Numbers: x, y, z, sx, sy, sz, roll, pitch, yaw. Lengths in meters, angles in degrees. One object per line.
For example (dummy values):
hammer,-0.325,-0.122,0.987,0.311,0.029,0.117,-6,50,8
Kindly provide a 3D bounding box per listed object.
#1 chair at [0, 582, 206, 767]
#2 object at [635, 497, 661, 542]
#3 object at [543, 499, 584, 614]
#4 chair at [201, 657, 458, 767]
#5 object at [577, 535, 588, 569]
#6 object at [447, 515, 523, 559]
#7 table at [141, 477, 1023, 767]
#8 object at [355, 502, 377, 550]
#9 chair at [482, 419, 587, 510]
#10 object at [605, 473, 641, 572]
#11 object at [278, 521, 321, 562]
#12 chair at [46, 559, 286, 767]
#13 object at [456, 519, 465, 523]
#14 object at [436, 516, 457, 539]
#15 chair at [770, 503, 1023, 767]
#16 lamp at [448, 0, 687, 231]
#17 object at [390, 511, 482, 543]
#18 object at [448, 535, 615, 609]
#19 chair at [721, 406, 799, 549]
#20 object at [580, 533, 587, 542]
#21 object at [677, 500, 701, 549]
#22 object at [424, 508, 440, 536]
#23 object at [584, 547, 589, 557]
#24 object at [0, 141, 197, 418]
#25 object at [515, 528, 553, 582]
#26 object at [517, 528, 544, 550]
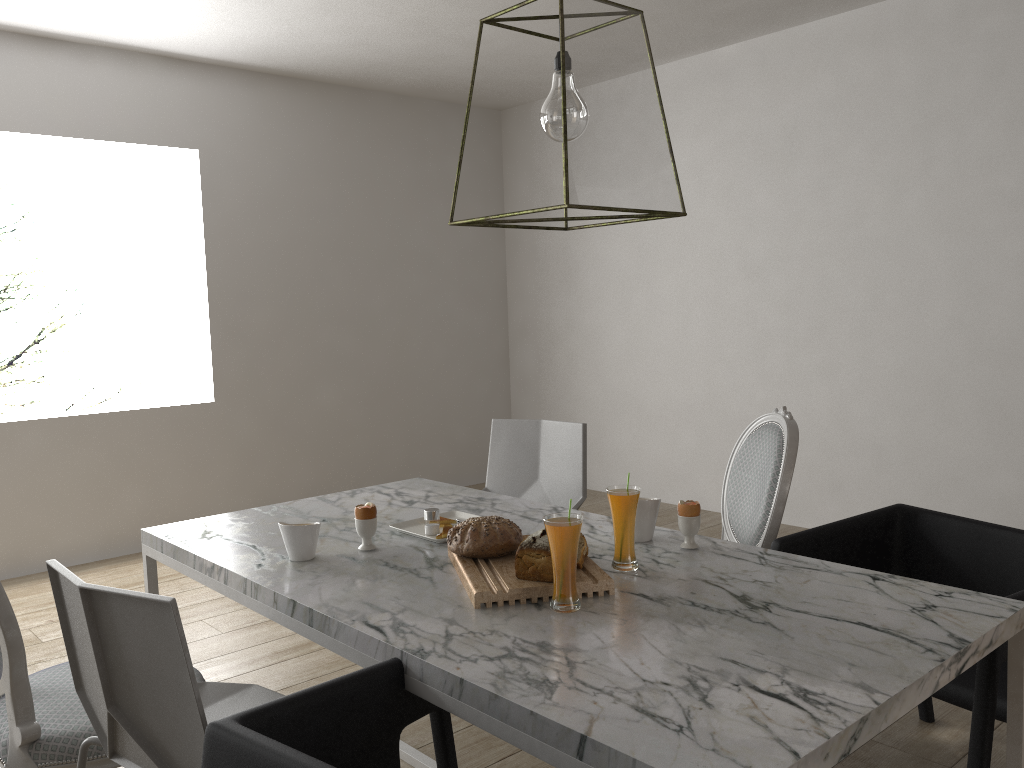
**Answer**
chair,-0.860,0.577,1.757,0.505,0.833,0.480,-7,7,-44
object,0.270,0.297,2.029,0.110,0.105,0.170,-4,5,-21
object,0.091,0.301,1.546,0.071,0.188,0.071,-4,5,-21
chair,-0.051,0.726,1.154,0.569,0.597,0.609,2,6,38
object,0.105,0.322,1.729,0.083,0.057,0.072,0,5,24
object,-0.057,0.311,1.835,0.157,0.075,0.151,-2,5,-6
table,-0.023,0.662,1.913,0.870,0.583,1.781,-6,7,-41
object,-0.327,0.319,1.990,0.050,0.101,0.050,-5,6,-35
chair,0.000,0.507,2.812,0.470,0.745,0.439,1,6,33
object,0.224,0.277,1.772,0.071,0.188,0.071,-4,5,-21
object,-0.479,0.339,1.951,0.138,0.085,0.089,3,7,43
chair,-0.474,0.639,1.460,0.470,0.745,0.439,2,6,38
object,-0.078,0.339,2.165,0.132,0.013,0.032,0,5,23
object,-0.162,0.344,2.138,0.068,0.014,0.197,-3,5,-14
chair,0.940,0.626,1.933,0.609,0.597,0.569,-4,5,-26
lamp,0.082,-0.848,1.563,0.584,1.108,0.584,-4,5,-26
object,-0.156,0.346,2.146,0.212,0.014,0.212,-6,7,-42
object,0.024,0.365,1.774,0.260,0.031,0.360,-3,5,-11
chair,0.489,0.481,2.337,0.505,0.833,0.480,-3,5,-9
object,0.106,0.321,1.758,0.083,0.055,0.073,0,5,25
object,0.383,0.301,1.915,0.050,0.101,0.050,3,7,44
object,-0.189,0.325,2.095,0.036,0.060,0.036,-2,5,-1
object,0.114,0.338,1.789,0.077,0.017,0.068,0,5,26
object,-2.534,0.975,4.194,10.834,8.324,0.001,-6,7,-41
object,0.059,0.316,1.659,0.086,0.087,0.090,0,5,26
object,0.050,0.318,1.750,0.079,0.067,0.074,0,5,20
